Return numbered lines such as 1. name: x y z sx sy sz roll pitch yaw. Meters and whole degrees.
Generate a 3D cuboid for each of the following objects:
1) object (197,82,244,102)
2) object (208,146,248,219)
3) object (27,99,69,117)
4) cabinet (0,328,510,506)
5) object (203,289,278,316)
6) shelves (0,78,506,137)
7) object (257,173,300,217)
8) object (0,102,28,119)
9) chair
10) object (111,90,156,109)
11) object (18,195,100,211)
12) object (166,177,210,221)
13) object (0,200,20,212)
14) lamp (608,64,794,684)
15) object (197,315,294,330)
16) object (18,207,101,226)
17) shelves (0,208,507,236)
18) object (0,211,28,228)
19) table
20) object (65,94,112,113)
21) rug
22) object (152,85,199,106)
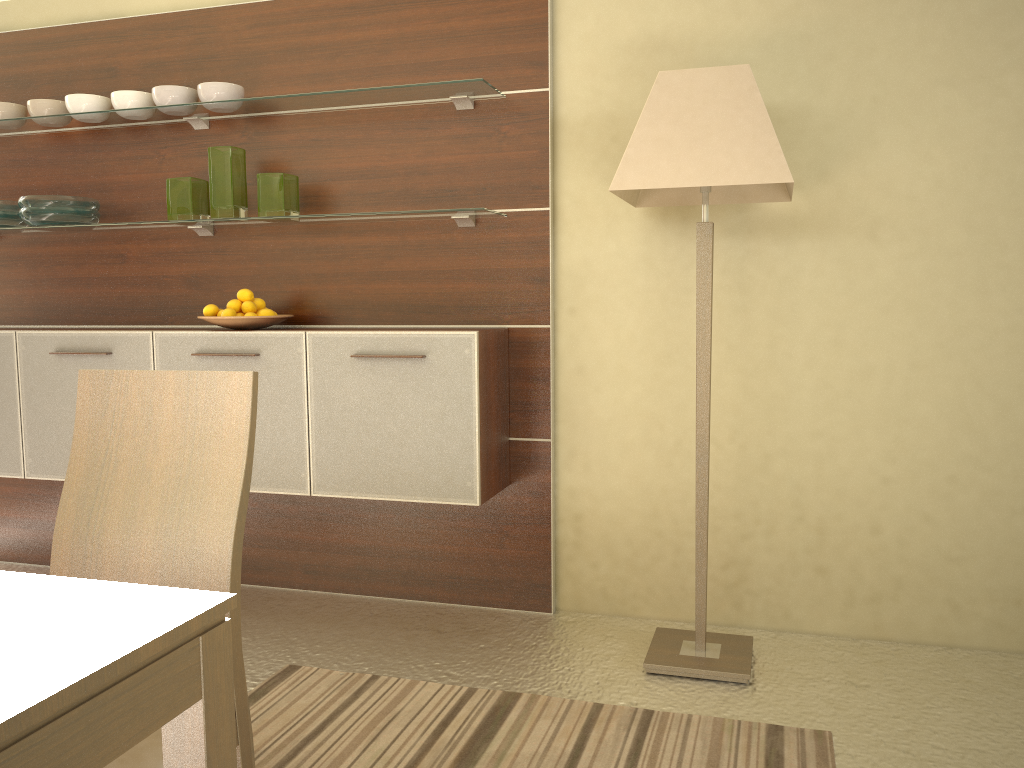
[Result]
1. object: -1.063 -1.046 3.244 0.163 0.077 0.163 -3 6 -25
2. object: -1.037 -0.731 3.243 0.099 0.259 0.099 1 6 16
3. object: -1.809 -1.062 3.480 0.163 0.077 0.163 -3 6 -25
4. cabinet: -1.243 0.079 3.357 2.463 0.570 0.372 1 6 17
5. object: -0.991 -0.278 3.242 0.259 0.139 0.230 -2 6 -13
6. shelves: -1.237 -1.008 3.310 2.463 0.008 0.255 1 6 17
7. object: -0.846 -0.678 3.213 0.111 0.160 0.112 1 6 16
8. object: -2.012 -1.063 3.517 0.163 0.077 0.163 -3 6 -25
9. chair: -0.669 0.504 1.391 0.404 1.017 0.507 1 6 14
10. object: -1.428 -1.054 3.357 0.163 0.077 0.163 -4 6 -32
11. object: -1.769 -0.689 3.471 0.288 0.068 0.288 -3 6 -25
12. object: -1.207 -0.683 3.309 0.112 0.160 0.111 1 6 16
13. object: -2.103 -0.695 3.566 0.288 0.068 0.288 -3 6 -25
14. lamp: 0.586 -0.020 2.712 0.499 1.782 0.499 1 6 17
15. object: -0.973 -0.224 3.248 0.337 0.053 0.337 -5 7 -42
16. object: -1.768 -0.647 3.475 0.288 0.068 0.288 -3 6 -25
17. shelves: -1.233 -0.602 3.348 2.463 0.008 0.255 1 6 17
18. object: -2.103 -0.652 3.570 0.288 0.068 0.288 -3 6 -25
19. table: -1.143 0.677 0.819 1.411 0.790 1.000 1 6 17
20. object: -1.623 -1.056 3.403 0.163 0.077 0.163 -3 6 -25
21. rug: -0.057 0.935 2.151 1.613 0.010 0.843 1 6 17
22. object: -1.246 -1.049 3.287 0.163 0.077 0.163 -3 6 -25
